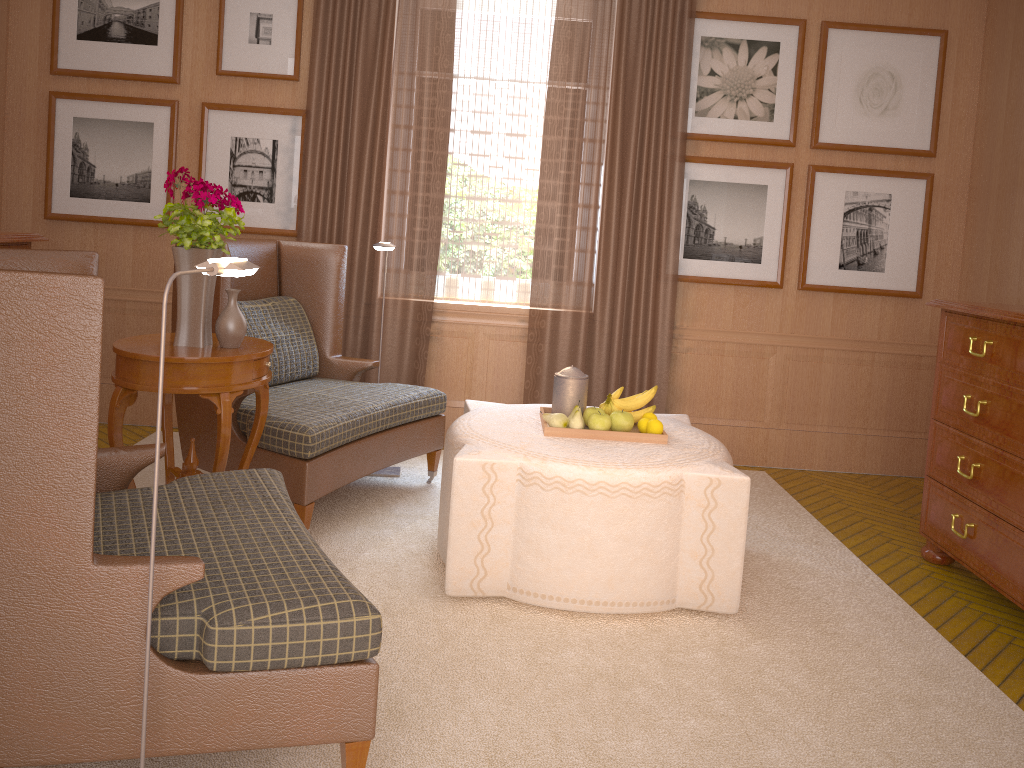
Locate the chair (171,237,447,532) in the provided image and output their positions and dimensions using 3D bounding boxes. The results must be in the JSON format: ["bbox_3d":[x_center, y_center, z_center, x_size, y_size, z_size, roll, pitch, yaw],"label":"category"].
[{"bbox_3d":[-1.699,-0.117,6.980,1.729,1.959,1.922,7,7,24],"label":"chair"}]

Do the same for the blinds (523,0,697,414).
[{"bbox_3d":[0.954,-1.628,8.628,1.447,4.756,0.268,4,3,-2],"label":"blinds"}]

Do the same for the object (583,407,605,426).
[{"bbox_3d":[0.557,0.228,5.949,0.155,0.134,0.161,4,7,3],"label":"object"}]

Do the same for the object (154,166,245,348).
[{"bbox_3d":[-1.903,-0.781,5.403,0.524,1.081,0.460,4,4,-3],"label":"object"}]

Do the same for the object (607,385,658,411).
[{"bbox_3d":[0.838,0.100,6.055,0.403,0.168,0.071,0,6,-24],"label":"object"}]

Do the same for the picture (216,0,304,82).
[{"bbox_3d":[-2.453,-3.464,8.580,0.804,0.951,0.048,4,3,-1],"label":"picture"}]

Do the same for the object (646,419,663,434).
[{"bbox_3d":[0.940,0.296,5.795,0.107,0.132,0.115,-2,9,-44],"label":"object"}]

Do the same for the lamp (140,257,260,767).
[{"bbox_3d":[-1.220,0.551,3.277,0.563,2.017,0.636,2,4,-31],"label":"lamp"}]

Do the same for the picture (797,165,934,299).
[{"bbox_3d":[3.527,-1.516,8.777,1.249,1.241,0.048,4,3,-1],"label":"picture"}]

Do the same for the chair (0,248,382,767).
[{"bbox_3d":[-1.637,0.472,3.712,1.718,1.959,1.934,1,7,-26],"label":"chair"}]

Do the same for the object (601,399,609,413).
[{"bbox_3d":[0.661,0.165,6.163,0.071,0.184,0.396,5,9,13],"label":"object"}]

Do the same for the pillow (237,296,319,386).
[{"bbox_3d":[-2.083,-0.337,7.151,0.541,0.701,1.081,7,8,23],"label":"pillow"}]

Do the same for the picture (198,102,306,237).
[{"bbox_3d":[-2.551,-2.103,8.658,1.049,1.241,0.048,4,3,-1],"label":"picture"}]

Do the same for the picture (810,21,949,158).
[{"bbox_3d":[3.627,-2.908,8.698,1.249,1.241,0.048,4,3,-1],"label":"picture"}]

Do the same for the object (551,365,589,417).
[{"bbox_3d":[0.401,0.063,6.064,0.234,0.389,0.237,1,6,-34],"label":"object"}]

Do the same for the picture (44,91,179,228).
[{"bbox_3d":[-3.930,-2.197,8.633,1.249,1.241,0.048,4,3,-1],"label":"picture"}]

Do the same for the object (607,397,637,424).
[{"bbox_3d":[0.799,0.182,6.092,0.385,0.198,0.063,-2,7,-36],"label":"object"}]

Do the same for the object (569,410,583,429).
[{"bbox_3d":[0.420,0.239,5.745,0.098,0.147,0.098,8,7,34],"label":"object"}]

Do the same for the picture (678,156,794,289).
[{"bbox_3d":[2.125,-1.611,8.752,1.249,1.241,0.048,4,3,-1],"label":"picture"}]

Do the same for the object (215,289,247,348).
[{"bbox_3d":[-1.726,-0.404,5.418,0.187,0.355,0.186,7,6,32],"label":"object"}]

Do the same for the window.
[{"bbox_3d":[-0.153,-2.458,9.098,2.433,3.355,0.853,4,4,-1],"label":"window"}]

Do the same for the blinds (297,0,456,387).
[{"bbox_3d":[-1.364,-1.780,8.584,1.428,4.766,0.268,4,3,0],"label":"blinds"}]

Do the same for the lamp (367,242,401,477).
[{"bbox_3d":[-1.120,-0.215,7.613,0.563,2.012,0.635,1,5,-39],"label":"lamp"}]

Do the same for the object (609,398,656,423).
[{"bbox_3d":[0.835,0.179,6.046,0.396,0.171,0.073,0,6,-25],"label":"object"}]

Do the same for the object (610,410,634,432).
[{"bbox_3d":[0.725,0.255,5.843,0.172,0.146,0.171,-3,10,-45],"label":"object"}]

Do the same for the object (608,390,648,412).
[{"bbox_3d":[0.790,0.133,6.108,0.376,0.171,0.065,-2,7,-35],"label":"object"}]

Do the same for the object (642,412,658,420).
[{"bbox_3d":[0.941,0.259,6.029,0.107,0.132,0.115,-2,9,-44],"label":"object"}]

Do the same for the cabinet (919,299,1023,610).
[{"bbox_3d":[3.752,0.614,5.278,1.416,1.925,2.802,4,8,-1],"label":"cabinet"}]

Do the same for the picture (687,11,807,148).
[{"bbox_3d":[2.225,-3.003,8.673,1.249,1.241,0.048,4,3,-1],"label":"picture"}]

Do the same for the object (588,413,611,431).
[{"bbox_3d":[0.575,0.260,5.779,0.155,0.134,0.161,4,7,3],"label":"object"}]

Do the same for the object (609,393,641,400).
[{"bbox_3d":[0.783,0.107,6.155,0.409,0.127,0.092,-5,10,-42],"label":"object"}]

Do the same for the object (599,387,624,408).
[{"bbox_3d":[0.680,0.116,6.157,0.104,0.157,0.378,6,9,22],"label":"object"}]

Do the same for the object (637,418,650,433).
[{"bbox_3d":[0.895,0.283,5.881,0.111,0.109,0.135,4,7,2],"label":"object"}]

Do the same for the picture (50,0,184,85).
[{"bbox_3d":[-3.830,-3.588,8.553,1.249,1.241,0.048,4,3,-1],"label":"picture"}]

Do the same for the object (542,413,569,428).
[{"bbox_3d":[0.279,0.250,5.777,0.195,0.127,0.134,7,7,18],"label":"object"}]

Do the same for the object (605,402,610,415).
[{"bbox_3d":[0.724,0.173,6.151,0.062,0.180,0.397,6,9,27],"label":"object"}]

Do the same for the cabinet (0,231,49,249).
[{"bbox_3d":[-4.328,0.004,5.466,1.416,1.925,2.802,4,8,-1],"label":"cabinet"}]

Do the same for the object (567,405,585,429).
[{"bbox_3d":[0.422,0.233,5.863,0.131,0.195,0.130,8,7,34],"label":"object"}]

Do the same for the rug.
[{"bbox_3d":[-0.429,1.384,4.696,5.992,0.020,8.065,4,10,-1],"label":"rug"}]

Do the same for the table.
[{"bbox_3d":[-2.007,0.430,5.496,0.926,1.362,1.049,5,6,6],"label":"table"}]

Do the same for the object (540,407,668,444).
[{"bbox_3d":[0.603,0.277,6.003,0.800,0.059,0.648,4,10,-1],"label":"object"}]

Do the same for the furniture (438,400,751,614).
[{"bbox_3d":[0.488,0.747,6.026,1.948,0.892,1.977,3,9,-4],"label":"furniture"}]
